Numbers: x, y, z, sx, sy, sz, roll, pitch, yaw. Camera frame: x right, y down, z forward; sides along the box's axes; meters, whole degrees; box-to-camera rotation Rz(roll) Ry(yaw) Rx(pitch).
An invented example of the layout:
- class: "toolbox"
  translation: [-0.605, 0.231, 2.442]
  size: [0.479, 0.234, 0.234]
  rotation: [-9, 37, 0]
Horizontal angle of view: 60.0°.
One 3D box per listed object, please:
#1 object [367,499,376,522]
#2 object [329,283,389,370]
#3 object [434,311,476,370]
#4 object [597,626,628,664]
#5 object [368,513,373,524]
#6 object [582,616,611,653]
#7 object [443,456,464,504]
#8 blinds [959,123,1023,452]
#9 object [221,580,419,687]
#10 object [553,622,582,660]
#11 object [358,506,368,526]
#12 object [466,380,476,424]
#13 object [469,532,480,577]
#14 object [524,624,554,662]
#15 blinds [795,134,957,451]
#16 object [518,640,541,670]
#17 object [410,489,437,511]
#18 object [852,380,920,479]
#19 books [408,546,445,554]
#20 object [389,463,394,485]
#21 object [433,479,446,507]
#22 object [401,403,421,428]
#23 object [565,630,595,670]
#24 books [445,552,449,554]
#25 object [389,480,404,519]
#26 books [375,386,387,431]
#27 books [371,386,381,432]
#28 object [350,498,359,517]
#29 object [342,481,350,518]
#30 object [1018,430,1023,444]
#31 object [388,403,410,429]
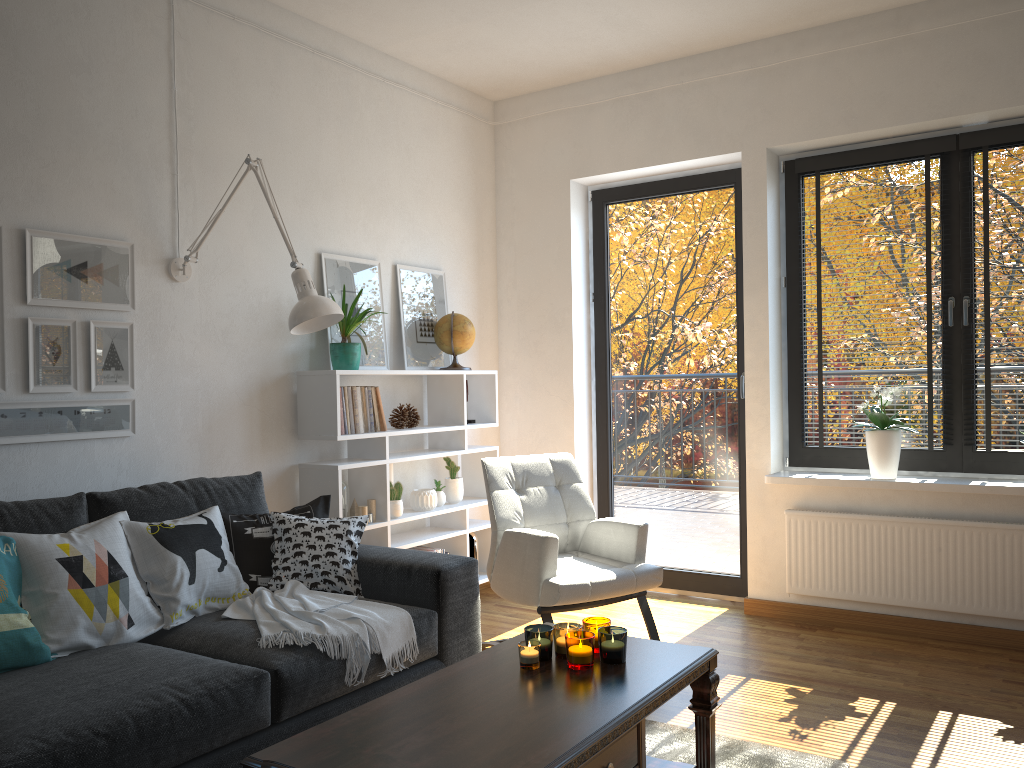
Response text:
- class: "object"
  translation: [-0.628, 0.567, 3.968]
  size: [0.039, 0.099, 0.039]
  rotation: [-1, 1, 30]
- class: "object"
  translation: [-0.734, -0.245, 3.933]
  size: [0.387, 0.372, 0.424]
  rotation: [-1, 0, 20]
- class: "object"
  translation: [-0.296, -0.220, 4.582]
  size: [0.217, 0.305, 0.216]
  rotation: [-2, 1, -39]
- class: "object"
  translation: [0.266, 0.690, 2.342]
  size: [0.079, 0.081, 0.079]
  rotation: [-1, 1, 29]
- class: "object"
  translation: [-0.636, 0.595, 3.923]
  size: [0.040, 0.044, 0.040]
  rotation: [-1, 1, -30]
- class: "object"
  translation: [0.233, 0.691, 2.442]
  size: [0.079, 0.081, 0.079]
  rotation: [-1, 1, 29]
- class: "object"
  translation: [-0.297, 0.492, 4.530]
  size: [0.098, 0.236, 0.097]
  rotation: [-1, 1, 21]
- class: "blinds"
  translation: [2.309, -0.413, 3.775]
  size: [0.710, 1.422, 0.049]
  rotation: [-1, 1, 34]
- class: "object"
  translation: [-0.653, 0.756, 2.680]
  size: [0.606, 0.212, 0.488]
  rotation: [-1, 0, 30]
- class: "object"
  translation: [0.150, 0.692, 2.388]
  size: [0.079, 0.081, 0.079]
  rotation: [-1, 1, 29]
- class: "object"
  translation: [-0.717, 0.576, 3.890]
  size: [0.176, 0.084, 0.078]
  rotation: [-1, 0, 2]
- class: "object"
  translation: [-0.237, 0.094, 4.702]
  size: [0.066, 0.230, 0.075]
  rotation: [-1, 1, 14]
- class: "object"
  translation: [-0.232, 0.886, 4.637]
  size: [0.118, 0.246, 0.126]
  rotation: [0, 1, 41]
- class: "object"
  translation: [0.072, 0.694, 2.375]
  size: [0.079, 0.081, 0.079]
  rotation: [-1, 1, 29]
- class: "blinds"
  translation: [1.708, -0.402, 4.176]
  size: [0.710, 1.422, 0.049]
  rotation: [-1, 1, 34]
- class: "object"
  translation: [0.046, 0.704, 2.303]
  size: [0.060, 0.061, 0.060]
  rotation: [-1, 1, 39]
- class: "object"
  translation: [-0.430, 0.563, 4.315]
  size: [0.134, 0.097, 0.132]
  rotation: [-1, 0, 4]
- class: "object"
  translation: [1.681, 0.207, 3.999]
  size: [0.286, 0.444, 0.340]
  rotation: [-1, 1, 22]
- class: "books"
  translation: [-0.423, 0.908, 4.321]
  size: [0.191, 0.217, 0.092]
  rotation: [-1, 1, 34]
- class: "object"
  translation: [-0.590, 0.496, 4.226]
  size: [0.051, 0.238, 0.051]
  rotation: [-2, 1, -39]
- class: "object"
  translation: [-0.367, 0.542, 4.439]
  size: [0.072, 0.137, 0.072]
  rotation: [-1, 1, 14]
- class: "object"
  translation: [-0.491, 0.154, 4.289]
  size: [0.101, 0.125, 0.096]
  rotation: [-2, 1, -41]
- class: "object"
  translation: [0.177, 0.692, 2.304]
  size: [0.079, 0.081, 0.079]
  rotation: [-1, 1, 29]
- class: "books"
  translation: [-0.354, 0.922, 4.407]
  size: [0.102, 0.179, 0.012]
  rotation: [-1, 1, 34]
- class: "object"
  translation: [-0.543, 0.528, 4.063]
  size: [0.088, 0.173, 0.087]
  rotation: [-2, 1, -40]
- class: "books"
  translation: [-0.640, 0.114, 4.037]
  size: [0.132, 0.204, 0.070]
  rotation: [-1, 1, 34]
- class: "books"
  translation: [-0.661, 0.114, 4.013]
  size: [0.128, 0.211, 0.061]
  rotation: [-1, 1, 35]
- class: "object"
  translation: [-0.704, 0.564, 3.969]
  size: [0.062, 0.108, 0.062]
  rotation: [-1, 1, 34]
- class: "object"
  translation: [-0.767, 0.520, 3.890]
  size: [0.108, 0.197, 0.108]
  rotation: [0, 1, 45]
- class: "object"
  translation: [2.255, 0.300, 3.684]
  size: [0.267, 0.237, 0.283]
  rotation: [-1, 0, 15]
- class: "object"
  translation: [-0.538, 0.154, 4.223]
  size: [0.102, 0.127, 0.094]
  rotation: [-1, 1, -11]
